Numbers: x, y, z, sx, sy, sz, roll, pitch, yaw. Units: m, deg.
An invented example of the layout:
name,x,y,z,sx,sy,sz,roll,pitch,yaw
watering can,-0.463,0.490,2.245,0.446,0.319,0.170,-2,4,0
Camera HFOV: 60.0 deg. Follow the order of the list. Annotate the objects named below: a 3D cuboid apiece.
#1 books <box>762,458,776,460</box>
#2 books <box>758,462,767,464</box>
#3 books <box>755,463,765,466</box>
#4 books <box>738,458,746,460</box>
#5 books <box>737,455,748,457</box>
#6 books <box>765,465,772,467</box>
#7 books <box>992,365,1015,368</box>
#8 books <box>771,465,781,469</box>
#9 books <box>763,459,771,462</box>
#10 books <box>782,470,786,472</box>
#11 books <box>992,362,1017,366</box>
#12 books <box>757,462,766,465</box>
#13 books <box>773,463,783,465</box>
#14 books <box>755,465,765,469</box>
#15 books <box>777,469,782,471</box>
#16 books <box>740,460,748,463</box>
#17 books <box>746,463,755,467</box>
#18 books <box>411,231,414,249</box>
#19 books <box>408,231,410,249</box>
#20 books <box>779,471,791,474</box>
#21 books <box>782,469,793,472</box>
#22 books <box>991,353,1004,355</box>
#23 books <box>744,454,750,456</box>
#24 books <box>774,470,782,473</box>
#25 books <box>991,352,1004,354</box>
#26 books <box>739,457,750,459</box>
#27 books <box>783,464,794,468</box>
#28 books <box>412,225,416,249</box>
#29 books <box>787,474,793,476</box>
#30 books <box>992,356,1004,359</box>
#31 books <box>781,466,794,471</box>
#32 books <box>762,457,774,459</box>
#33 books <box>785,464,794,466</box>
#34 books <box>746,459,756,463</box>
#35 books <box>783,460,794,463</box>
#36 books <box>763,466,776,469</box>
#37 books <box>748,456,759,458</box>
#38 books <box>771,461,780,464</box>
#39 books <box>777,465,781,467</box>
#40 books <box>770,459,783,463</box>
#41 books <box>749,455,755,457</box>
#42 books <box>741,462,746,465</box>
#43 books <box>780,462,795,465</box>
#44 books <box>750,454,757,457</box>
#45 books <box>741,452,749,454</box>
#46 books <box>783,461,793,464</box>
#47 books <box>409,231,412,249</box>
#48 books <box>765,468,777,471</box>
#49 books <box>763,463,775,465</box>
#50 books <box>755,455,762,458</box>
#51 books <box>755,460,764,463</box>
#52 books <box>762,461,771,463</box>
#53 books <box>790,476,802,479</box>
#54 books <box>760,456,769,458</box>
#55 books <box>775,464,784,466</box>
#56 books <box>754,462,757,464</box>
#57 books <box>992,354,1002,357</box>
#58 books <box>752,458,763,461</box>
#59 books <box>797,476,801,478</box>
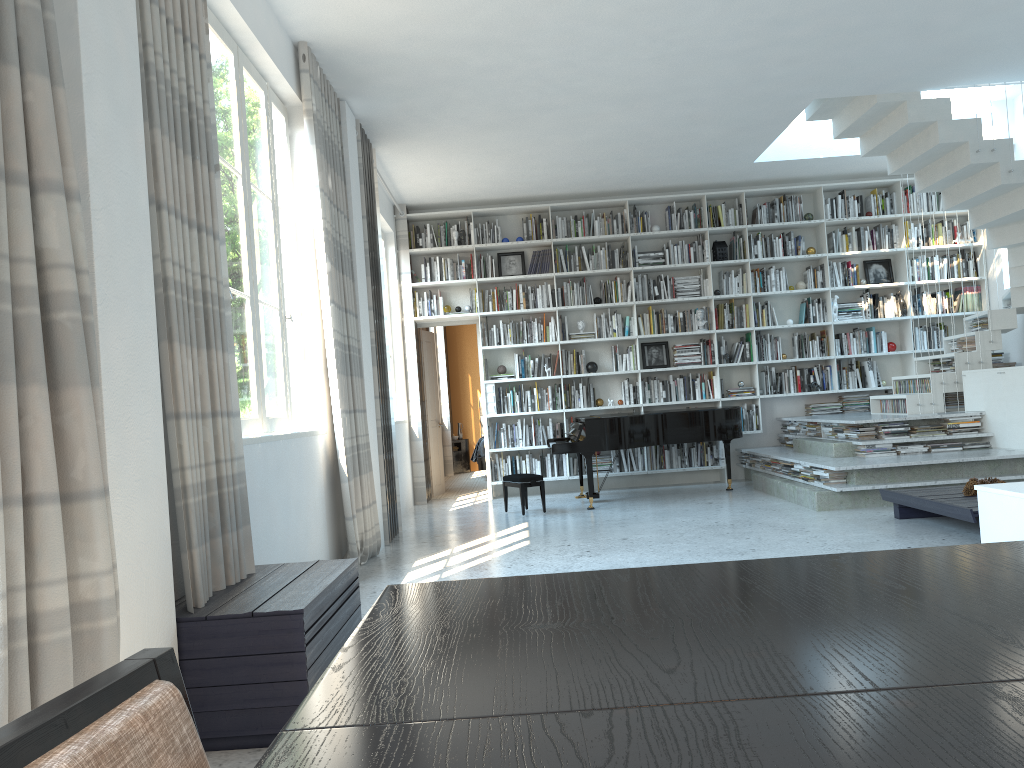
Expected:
name,x,y,z,sx,sy,sz,roll,pitch,yaw
books,2.564,0.727,8.661,0.171,0.015,0.253,-4,-2,-3
books,2.586,0.790,8.972,0.147,0.012,0.206,-4,-2,1
books,2.576,0.811,8.971,0.172,0.014,0.221,-4,-2,1
books,2.569,0.806,9.573,0.177,0.012,0.278,-4,-2,-4
books,2.561,0.772,9.573,0.191,0.013,0.243,-4,-2,-4
books,2.579,0.796,8.660,0.165,0.012,0.205,-4,-2,0
books,4.979,-0.173,9.052,0.234,0.025,0.157,-4,-2,-4
books,2.565,0.778,8.350,0.182,0.013,0.287,-4,-2,1
books,2.558,0.743,8.661,0.182,0.016,0.199,-4,-2,5
books,2.574,0.788,8.040,0.147,0.008,0.290,-4,-2,-4
books,4.977,-0.198,9.058,0.267,0.026,0.161,-4,-2,5
books,2.588,0.800,8.971,0.149,0.007,0.300,-4,-2,0
books,2.571,0.745,8.351,0.169,0.009,0.241,-4,-2,0
books,2.570,0.832,8.971,0.177,0.026,0.230,-4,-2,3
books,2.591,0.808,8.350,0.128,0.005,0.296,-4,-2,2
books,2.572,0.831,9.573,0.179,0.012,0.261,-4,-2,3
books,2.573,0.839,9.279,0.189,0.030,0.237,-4,-2,0
books,-1.083,-1.557,9.743,0.023,0.223,0.151,-4,-1,0
books,-1.125,-1.552,9.731,0.014,0.219,0.188,-4,-1,0
books,2.556,0.798,8.040,0.189,0.009,0.291,-4,-2,3
books,2.565,0.779,8.040,0.177,0.011,0.220,-4,-2,2
books,4.975,-0.307,9.253,0.228,0.011,0.159,-4,-2,-1
books,2.595,0.755,9.573,0.133,0.017,0.231,-4,-2,1
books,2.570,0.816,8.350,0.161,0.008,0.254,-4,-2,5
books,4.974,-0.316,9.249,0.231,0.006,0.152,-4,-2,5
books,2.570,0.796,9.573,0.188,0.009,0.211,-4,-2,-1
books,2.575,0.739,8.041,0.142,0.017,0.239,-4,-2,-4
books,-1.066,-1.589,9.734,0.014,0.286,0.175,-4,-1,0
books,2.578,0.813,8.040,0.142,0.012,0.291,-4,-2,4
books,4.978,-0.269,9.255,0.235,0.014,0.155,-4,-2,1
books,2.565,0.761,8.041,0.160,0.025,0.244,-4,-2,-5
books,2.566,0.713,8.661,0.174,0.011,0.227,-4,-2,-1
books,2.577,0.726,8.041,0.150,0.008,0.217,-4,-2,-1
books,2.562,0.799,9.280,0.191,0.028,0.212,-4,-2,4
books,2.569,0.698,8.041,0.160,0.008,0.239,-4,-2,1
books,2.575,0.808,8.660,0.159,0.012,0.292,-4,-2,-3
books,2.577,0.761,9.280,0.160,0.009,0.291,-4,-2,2
books,2.563,0.734,8.351,0.165,0.014,0.236,-4,-2,-5
books,2.586,0.763,8.350,0.140,0.013,0.180,-4,-2,1
books,2.558,0.721,8.351,0.179,0.012,0.249,-4,-2,-3
books,2.586,0.753,9.280,0.126,0.005,0.290,-4,-2,-5
books,2.584,0.853,9.572,0.171,0.016,0.241,-4,-2,0
books,2.560,0.716,8.041,0.170,0.014,0.281,-4,-2,-3
books,2.591,0.743,9.280,0.135,0.014,0.297,-4,-2,1
books,2.579,0.740,9.574,0.158,0.014,0.234,-4,-2,-2
books,2.573,0.705,8.041,0.157,0.007,0.268,-4,-2,0
books,-1.106,-1.557,9.753,0.024,0.228,0.130,-4,-1,0
books,2.580,0.829,8.659,0.157,0.014,0.180,-4,-2,-3
books,2.572,0.777,8.660,0.159,0.011,0.246,-4,-2,-4
books,2.573,0.729,8.973,0.159,0.006,0.285,-4,-2,2
books,2.569,0.775,8.972,0.171,0.020,0.193,-4,-2,4
books,2.565,0.754,8.661,0.169,0.009,0.241,-4,-2,-4
books,2.554,0.811,7.734,0.193,0.005,0.225,-4,-2,-4
books,2.551,0.706,8.661,0.193,0.005,0.225,-4,-2,-4
books,2.576,0.753,8.350,0.155,0.009,0.297,-4,-2,1
books,2.584,0.817,9.279,0.147,0.012,0.206,-4,-2,-5
books,4.976,-0.289,9.267,0.232,0.025,0.123,-4,-2,-3
books,2.565,0.758,8.972,0.180,0.015,0.294,-4,-2,-2
books,2.574,0.803,7.734,0.147,0.008,0.236,-4,-2,5
